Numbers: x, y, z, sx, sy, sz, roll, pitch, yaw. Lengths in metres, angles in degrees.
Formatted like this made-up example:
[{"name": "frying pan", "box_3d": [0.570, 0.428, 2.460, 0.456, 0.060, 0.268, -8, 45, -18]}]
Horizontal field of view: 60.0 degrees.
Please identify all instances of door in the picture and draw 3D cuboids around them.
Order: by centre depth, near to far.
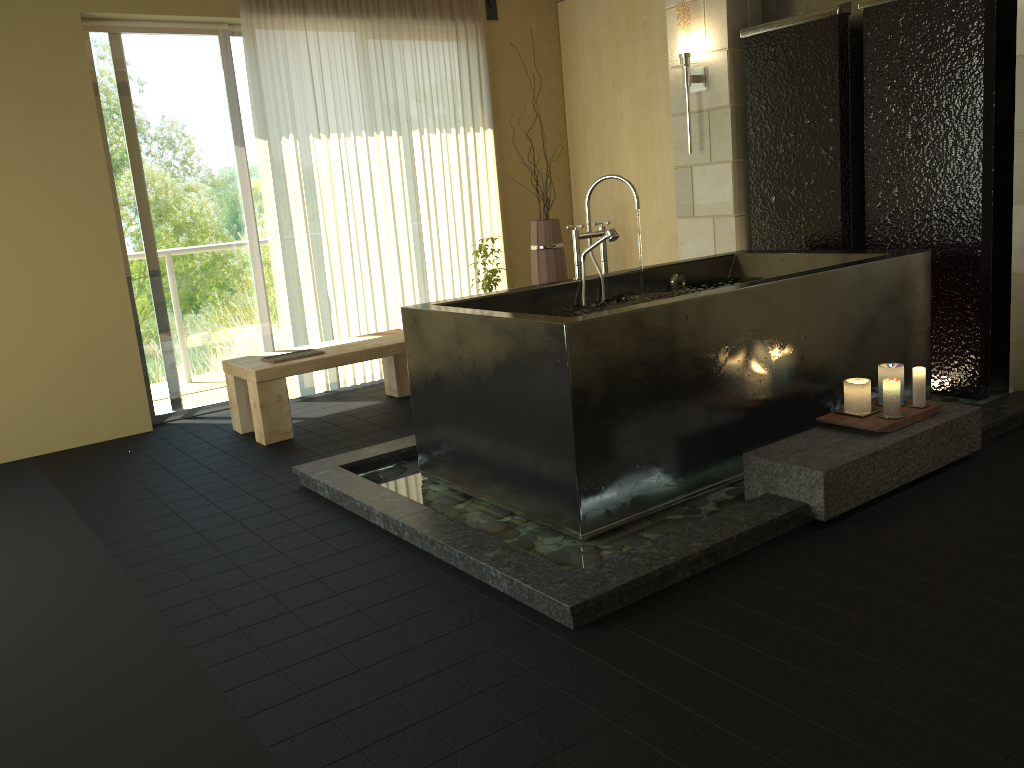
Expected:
[{"name": "door", "box_3d": [-1.892, -0.968, 5.383, 1.039, 2.326, 0.063, -14, 14, -36]}]

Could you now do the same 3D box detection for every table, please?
[{"name": "table", "box_3d": [-0.992, -0.013, 5.073, 1.126, 0.399, 0.514, -14, 14, -34]}]

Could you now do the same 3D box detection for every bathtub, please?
[{"name": "bathtub", "box_3d": [0.724, -0.341, 3.833, 2.135, 1.158, 1.069, -13, 14, -34]}]

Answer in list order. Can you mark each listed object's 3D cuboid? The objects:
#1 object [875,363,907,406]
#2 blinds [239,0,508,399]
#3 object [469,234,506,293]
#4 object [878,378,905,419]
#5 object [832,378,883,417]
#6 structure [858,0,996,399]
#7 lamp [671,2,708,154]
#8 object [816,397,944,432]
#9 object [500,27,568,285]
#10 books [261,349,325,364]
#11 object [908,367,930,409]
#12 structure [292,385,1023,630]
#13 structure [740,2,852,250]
[{"name": "object", "box_3d": [1.464, 0.002, 3.425, 0.112, 0.154, 0.112, -15, 15, -39]}, {"name": "blinds", "box_3d": [-0.771, -1.341, 5.880, 1.947, 2.573, 0.064, -14, 14, -35]}, {"name": "object", "box_3d": [-0.133, -0.495, 5.685, 0.242, 0.927, 0.267, -5, 11, 3]}, {"name": "object", "box_3d": [1.395, 0.052, 3.259, 0.091, 0.139, 0.091, -15, 15, -39]}, {"name": "object", "box_3d": [1.307, 0.047, 3.356, 0.131, 0.124, 0.131, -13, 14, -34]}, {"name": "structure", "box_3d": [1.995, -0.855, 4.299, 0.094, 2.061, 0.641, -13, 14, -34]}, {"name": "lamp", "box_3d": [1.017, -1.761, 5.133, 0.188, 0.835, 0.176, -13, 14, -34]}, {"name": "object", "box_3d": [1.395, 0.117, 3.360, 0.442, 0.031, 0.254, -14, 15, -34]}, {"name": "object", "box_3d": [0.150, -1.192, 5.866, 0.468, 2.174, 0.464, -2, 12, 15]}, {"name": "books", "box_3d": [-1.191, -0.152, 4.820, 0.294, 0.014, 0.182, -14, 15, -34]}, {"name": "object", "box_3d": [1.539, 0.012, 3.351, 0.056, 0.151, 0.056, -13, 14, -34]}, {"name": "structure", "box_3d": [1.162, 0.303, 4.199, 3.806, 0.634, 1.975, -14, 15, -34]}, {"name": "structure", "box_3d": [1.571, -0.942, 4.881, 0.094, 2.061, 0.641, -13, 14, -34]}]
